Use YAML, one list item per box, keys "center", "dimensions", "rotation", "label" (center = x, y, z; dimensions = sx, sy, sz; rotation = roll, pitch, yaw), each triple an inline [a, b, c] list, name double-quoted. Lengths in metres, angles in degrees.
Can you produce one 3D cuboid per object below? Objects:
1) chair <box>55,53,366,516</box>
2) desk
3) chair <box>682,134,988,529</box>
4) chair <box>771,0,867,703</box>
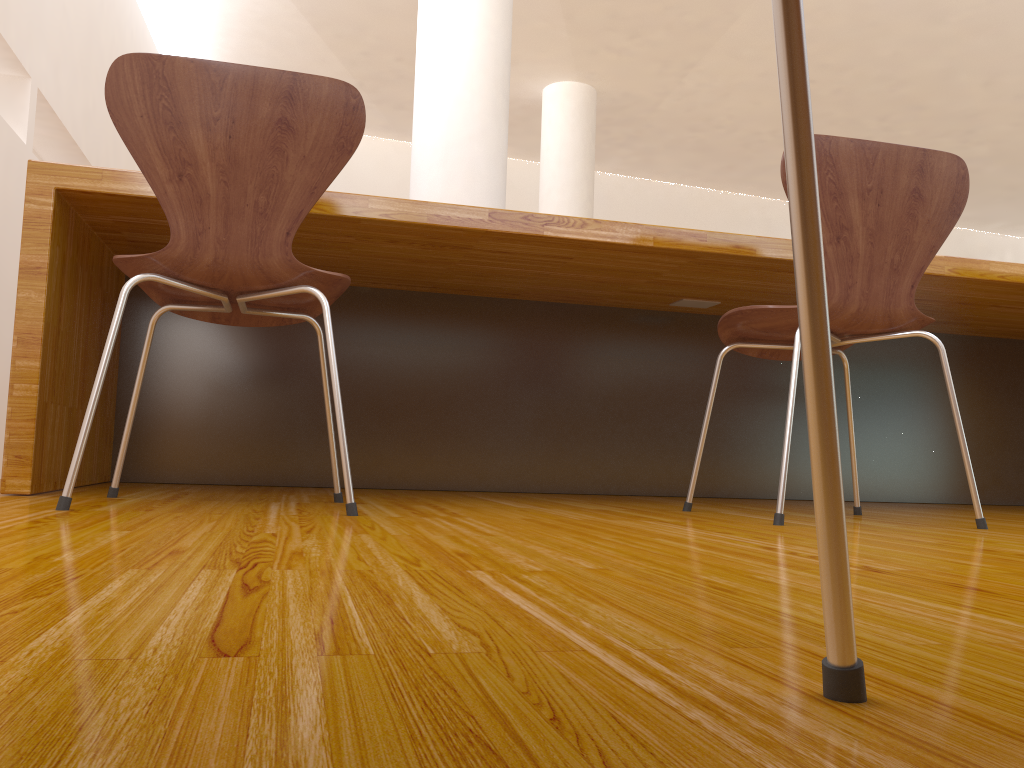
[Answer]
- center: [-0.476, -0.137, 1.520]
  dimensions: [0.428, 0.693, 0.381]
  rotation: [3, -5, -14]
  label: "chair"
- center: [0.436, 0.123, 2.691]
  dimensions: [3.243, 0.785, 1.527]
  rotation: [3, -5, -14]
  label: "desk"
- center: [0.618, -0.078, 1.751]
  dimensions: [0.428, 0.693, 0.381]
  rotation: [3, -5, -14]
  label: "chair"
- center: [-0.002, -0.230, 0.180]
  dimensions: [0.428, 0.693, 0.381]
  rotation: [3, -5, -14]
  label: "chair"
